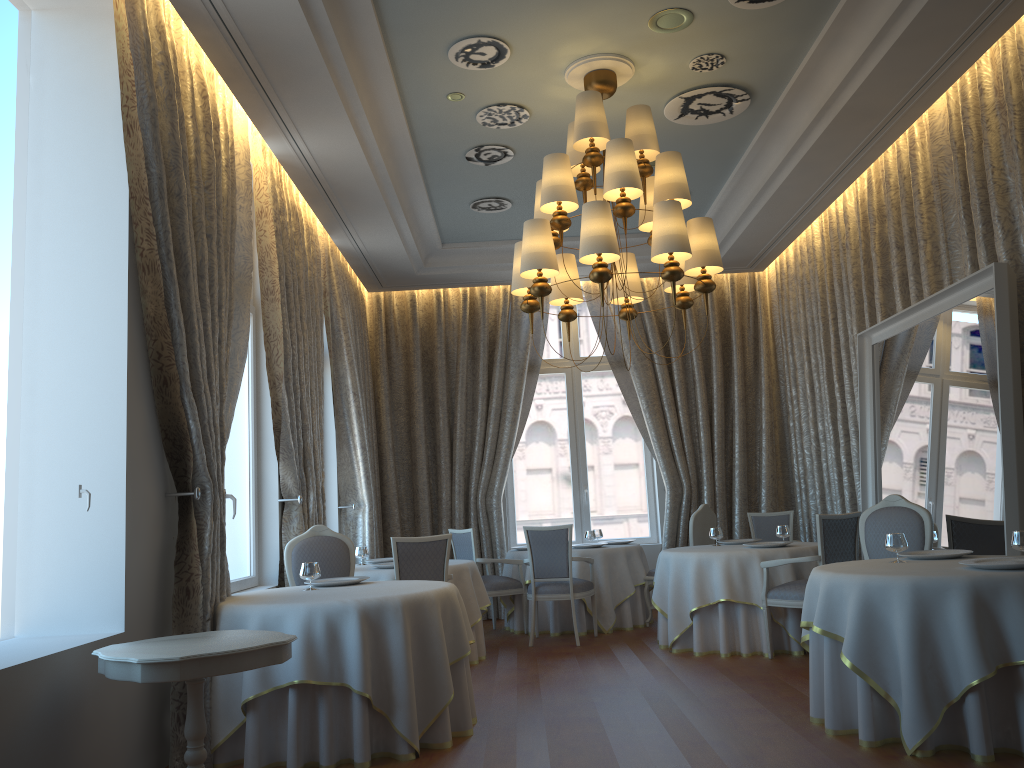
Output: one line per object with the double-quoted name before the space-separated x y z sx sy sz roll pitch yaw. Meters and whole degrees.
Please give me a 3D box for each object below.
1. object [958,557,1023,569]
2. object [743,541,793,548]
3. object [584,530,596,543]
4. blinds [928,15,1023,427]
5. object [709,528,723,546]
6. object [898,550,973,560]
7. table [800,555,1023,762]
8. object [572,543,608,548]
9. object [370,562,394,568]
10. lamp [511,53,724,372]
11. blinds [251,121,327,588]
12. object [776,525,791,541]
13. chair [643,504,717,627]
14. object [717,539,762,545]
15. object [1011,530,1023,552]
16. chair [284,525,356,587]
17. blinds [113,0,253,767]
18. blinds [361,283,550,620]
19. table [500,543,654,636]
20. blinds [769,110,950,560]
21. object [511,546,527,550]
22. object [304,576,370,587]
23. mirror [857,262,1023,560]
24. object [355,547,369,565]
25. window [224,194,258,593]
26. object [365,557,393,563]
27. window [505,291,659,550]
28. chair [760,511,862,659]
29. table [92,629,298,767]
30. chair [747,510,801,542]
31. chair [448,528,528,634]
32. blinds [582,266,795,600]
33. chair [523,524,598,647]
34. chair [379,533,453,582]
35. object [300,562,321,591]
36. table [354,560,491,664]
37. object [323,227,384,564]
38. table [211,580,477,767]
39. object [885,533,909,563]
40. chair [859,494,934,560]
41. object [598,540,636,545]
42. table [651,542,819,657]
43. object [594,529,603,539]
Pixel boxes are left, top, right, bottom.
"object" 2.486 0.906 4.473 0.419 0.036 0.419 -3 -8 -1
"object" 2.186 1.372 7.573 0.419 0.036 0.419 -3 -8 -1
"object" 0.852 1.680 9.652 0.128 0.165 0.128 -3 -8 0
"blinds" 3.287 -0.702 4.446 0.238 4.819 4.439 -3 -8 0
"object" 1.894 1.417 8.221 0.128 0.165 0.128 -3 -8 0
"object" 2.542 1.028 5.335 0.419 0.036 0.419 -3 -8 -1
"table" 2.457 1.431 4.851 1.663 0.890 1.667 -1 -8 -11
"object" 0.801 1.700 9.323 0.419 0.036 0.419 -3 -8 -1
"object" -0.986 1.530 7.502 0.419 0.036 0.419 -3 -8 -1
"lamp" 0.679 -1.189 6.168 1.373 2.121 1.373 -9 -10 37
"blinds" -1.792 0.053 7.662 0.335 4.969 2.257 -3 -8 0
"object" 2.397 1.334 7.837 0.128 0.165 0.128 -3 -8 0
"chair" 1.772 1.886 9.261 0.690 1.233 0.563 -10 -11 39
"object" 2.152 1.492 8.383 0.419 0.036 0.419 -3 -8 -1
"object" 2.726 0.863 4.714 0.128 0.165 0.128 -3 -8 0
"chair" -1.251 1.590 6.116 0.563 1.233 0.690 1 -9 -25
"blinds" -1.828 -0.300 5.229 0.315 4.930 2.204 -3 -8 0
"blinds" -0.671 0.459 10.869 2.535 4.901 0.386 -3 -8 0
"table" 0.712 2.227 9.689 1.667 0.890 1.663 -6 -9 18
"blinds" 3.309 -0.075 8.773 0.238 4.819 4.439 -3 -8 0
"object" 0.194 1.774 9.610 0.419 0.036 0.419 -3 -8 -1
"object" -1.134 1.284 5.754 0.419 0.036 0.419 -3 -8 -1
"mirror" 3.039 0.674 6.440 0.385 2.564 2.251 -3 -8 0
"object" -1.385 1.584 8.173 0.128 0.165 0.128 -3 -8 0
"window" -2.089 -0.144 6.433 0.259 3.306 1.882 -3 -8 0
"object" -1.185 1.672 8.402 0.419 0.036 0.419 -3 -8 -1
"window" 0.809 0.406 11.284 1.881 3.306 0.196 -3 -8 0
"chair" 2.387 1.576 6.952 0.650 1.108 0.629 2 -10 -30
"table" -1.327 1.502 3.736 0.760 0.801 0.761 -10 -11 39
"chair" 2.678 1.870 9.085 0.650 1.108 0.629 -6 -9 20
"chair" -0.264 2.055 9.281 0.629 1.108 0.650 3 -10 -35
"blinds" 2.200 0.307 10.871 2.476 4.901 0.386 -3 -8 0
"chair" 0.438 1.912 8.554 0.650 1.108 0.629 -5 -9 15
"chair" -0.773 1.731 6.864 0.650 1.108 0.629 1 -9 -25
"object" -1.240 1.182 5.454 0.128 0.165 0.128 0 -9 -18
"table" -1.023 2.059 7.894 1.667 0.890 1.663 -2 -8 -6
"object" -1.716 0.409 9.821 0.386 4.901 2.121 -3 -8 0
"table" -1.043 1.680 5.283 1.663 0.890 1.667 -1 -8 -11
"object" 2.246 0.956 5.177 0.128 0.165 0.128 -8 -10 30
"chair" 2.401 1.348 5.784 0.690 1.233 0.563 4 -11 -40
"object" 1.163 1.749 9.797 0.419 0.036 0.419 -3 -8 -1
"table" 2.094 1.891 7.884 1.663 0.890 1.667 -5 -8 14
"object" 0.973 1.735 10.073 0.128 0.165 0.128 -3 -8 0
